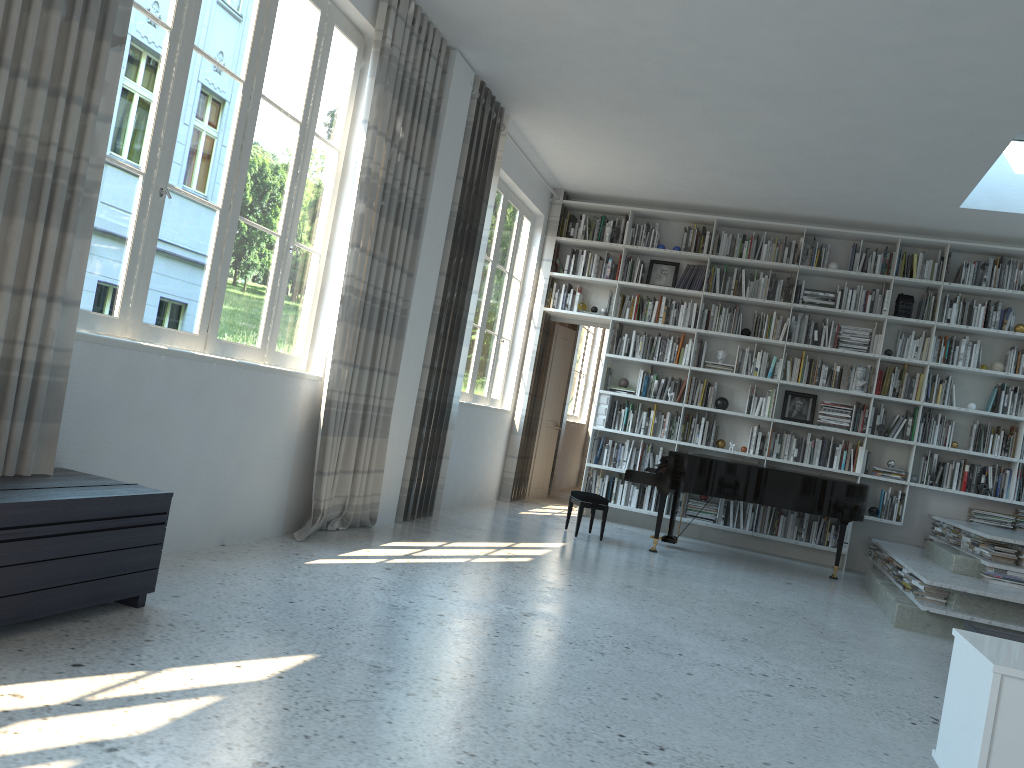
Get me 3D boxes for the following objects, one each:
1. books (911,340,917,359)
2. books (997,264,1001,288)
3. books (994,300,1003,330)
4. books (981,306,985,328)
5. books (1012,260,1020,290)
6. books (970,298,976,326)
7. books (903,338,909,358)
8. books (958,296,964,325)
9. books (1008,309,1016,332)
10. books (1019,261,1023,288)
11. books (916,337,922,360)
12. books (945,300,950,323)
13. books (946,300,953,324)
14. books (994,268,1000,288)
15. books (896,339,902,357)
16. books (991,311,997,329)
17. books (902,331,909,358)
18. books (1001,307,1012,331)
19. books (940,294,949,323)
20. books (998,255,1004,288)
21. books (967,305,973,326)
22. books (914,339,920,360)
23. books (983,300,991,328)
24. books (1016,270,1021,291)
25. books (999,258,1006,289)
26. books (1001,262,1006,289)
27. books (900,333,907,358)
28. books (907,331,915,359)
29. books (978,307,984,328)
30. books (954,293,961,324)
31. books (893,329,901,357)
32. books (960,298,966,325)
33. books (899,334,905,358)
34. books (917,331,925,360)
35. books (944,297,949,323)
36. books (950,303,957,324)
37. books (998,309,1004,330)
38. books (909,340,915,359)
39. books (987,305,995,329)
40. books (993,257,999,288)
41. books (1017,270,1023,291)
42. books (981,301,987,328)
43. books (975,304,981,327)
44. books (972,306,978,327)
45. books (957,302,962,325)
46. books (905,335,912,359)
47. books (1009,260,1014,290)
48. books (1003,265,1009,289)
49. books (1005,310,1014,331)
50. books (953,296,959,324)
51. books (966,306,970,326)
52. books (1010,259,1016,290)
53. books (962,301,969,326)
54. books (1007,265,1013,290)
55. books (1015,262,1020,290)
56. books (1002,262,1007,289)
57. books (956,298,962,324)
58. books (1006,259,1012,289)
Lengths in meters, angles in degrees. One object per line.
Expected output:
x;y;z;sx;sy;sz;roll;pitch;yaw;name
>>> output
3.720;-0.301;8.237;0.027;0.196;0.185;10;-1;16;books
4.418;-0.956;8.089;0.008;0.251;0.170;10;-1;16;books
4.397;-0.605;8.058;0.029;0.285;0.183;10;-1;16;books
4.281;-0.592;8.103;0.011;0.222;0.159;10;-1;16;books
4.551;-0.957;8.049;0.013;0.297;0.188;10;-1;16;books
4.215;-0.635;8.139;0.013;0.284;0.154;10;-1;16;books
3.661;-0.316;8.268;0.023;0.207;0.171;10;-1;16;books
4.122;-0.656;8.165;0.021;0.296;0.138;10;-1;16;books
4.525;-0.554;8.049;0.026;0.229;0.140;10;-1;16;books
4.598;-0.954;8.035;0.006;0.306;0.163;10;-1;16;books
3.763;-0.313;8.233;0.024;0.234;0.149;10;-1;16;books
4.010;-0.646;8.195;0.012;0.239;0.139;10;-1;16;books
4.026;-0.646;8.184;0.026;0.243;0.148;10;-1;16;books
4.397;-0.935;8.078;0.018;0.201;0.188;10;-1;16;books
3.596;-0.317;8.270;0.028;0.185;0.181;10;-1;16;books
4.365;-0.558;8.077;0.027;0.181;0.176;10;-1;16;books
3.657;-0.352;8.272;0.019;0.275;0.146;10;-1;16;books
4.462;-0.569;8.040;0.054;0.235;0.171;10;-1;16;books
3.988;-0.674;8.188;0.012;0.285;0.159;10;-1;16;books
4.432;-0.994;8.087;0.007;0.329;0.183;10;-1;16;books
4.191;-0.608;8.148;0.028;0.223;0.142;10;-1;16;books
3.741;-0.305;8.232;0.029;0.211;0.158;10;-1;16;books
4.331;-0.615;8.105;0.012;0.285;0.159;10;-1;16;books
4.567;-0.912;8.048;0.018;0.214;0.157;10;-1;16;books
4.435;-0.978;8.068;0.015;0.299;0.183;10;-1;16;books
4.460;-0.964;8.088;0.012;0.280;0.144;10;-1;16;books
3.641;-0.341;8.275;0.028;0.250;0.164;10;-1;16;books
3.690;-0.347;8.234;0.028;0.275;0.187;10;-1;16;books
4.261;-0.590;8.094;0.021;0.209;0.181;10;-1;16;books
4.084;-0.668;8.162;0.014;0.307;0.152;10;-1;16;books
3.599;-0.367;8.295;0.018;0.285;0.159;10;-1;16;books
4.138;-0.643;8.167;0.012;0.276;0.133;10;-1;16;books
3.625;-0.340;8.285;0.024;0.242;0.159;10;-1;16;books
3.785;-0.339;8.231;0.028;0.293;0.154;10;-1;16;books
4.004;-0.668;8.204;0.011;0.280;0.133;10;-1;16;books
4.043;-0.626;8.159;0.026;0.208;0.181;10;-1;16;books
4.423;-0.564;8.063;0.030;0.213;0.157;10;-1;16;books
3.702;-0.304;8.239;0.024;0.195;0.173;10;-1;16;books
4.342;-0.590;8.081;0.030;0.238;0.186;10;-1;16;books
4.400;-0.990;8.097;0.006;0.312;0.179;10;-1;16;books
4.579;-0.908;8.035;0.014;0.209;0.188;10;-1;16;books
4.296;-0.611;8.101;0.012;0.264;0.156;10;-1;16;books
4.247;-0.605;8.114;0.023;0.237;0.149;10;-1;16;books
4.226;-0.598;8.132;0.025;0.216;0.144;10;-1;16;books
4.102;-0.629;8.163;0.012;0.235;0.165;10;-1;16;books
3.677;-0.329;8.259;0.023;0.236;0.178;10;-1;16;books
4.525;-0.962;8.068;0.019;0.299;0.137;10;-1;16;books
4.481;-0.946;8.076;0.024;0.252;0.150;10;-1;16;books
4.484;-0.555;8.042;0.048;0.216;0.182;10;-1;16;books
4.072;-0.658;8.171;0.011;0.283;0.173;10;-1;16;books
4.169;-0.607;8.150;0.014;0.215;0.132;10;-1;16;books
4.545;-0.970;8.081;0.008;0.321;0.133;10;-1;16;books
4.147;-0.625;8.138;0.027;0.241;0.160;10;-1;16;books
4.506;-0.945;8.067;0.014;0.258;0.149;10;-1;16;books
4.557;-0.947;8.040;0.008;0.278;0.180;10;-1;16;books
4.468;-0.960;8.082;0.008;0.275;0.163;10;-1;16;books
4.092;-0.648;8.157;0.010;0.268;0.166;10;-1;16;books
4.498;-0.971;8.064;0.008;0.307;0.183;10;-1;16;books
